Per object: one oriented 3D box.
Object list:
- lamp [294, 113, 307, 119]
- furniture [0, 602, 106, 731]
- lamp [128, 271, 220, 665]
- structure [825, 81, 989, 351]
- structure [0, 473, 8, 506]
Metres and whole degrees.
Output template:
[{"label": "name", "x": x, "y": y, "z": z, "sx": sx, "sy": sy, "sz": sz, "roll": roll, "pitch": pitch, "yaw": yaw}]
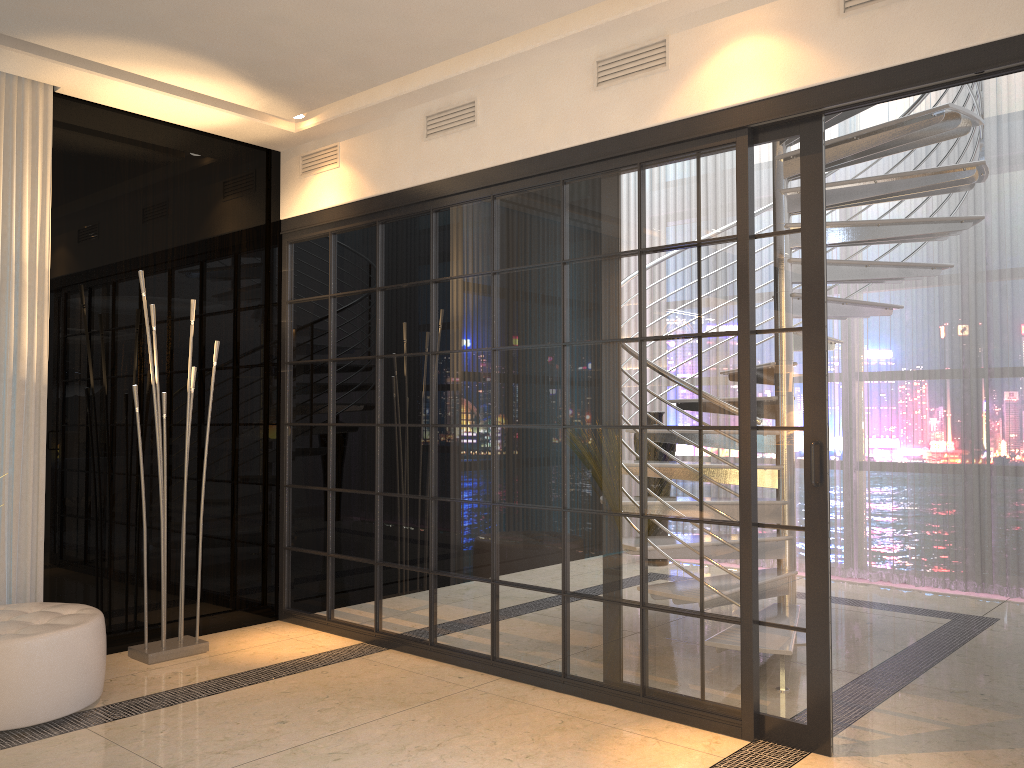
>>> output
[{"label": "lamp", "x": -1.102, "y": -1.428, "z": 4.545, "sx": 0.107, "sy": 0.127, "sz": 0.107, "roll": -1, "pitch": -2, "yaw": 22}, {"label": "furniture", "x": -1.974, "y": 1.076, "z": 3.433, "sx": 0.735, "sy": 0.357, "sz": 0.735, "roll": -1, "pitch": -2, "yaw": 13}, {"label": "lamp", "x": -1.623, "y": 0.385, "z": 4.233, "sx": 0.200, "sy": 1.801, "sz": 0.418, "roll": -2, "pitch": -3, "yaw": 41}, {"label": "structure", "x": 0.810, "y": -0.750, "z": 5.087, "sx": 3.425, "sy": 4.134, "sz": 1.964, "roll": -2, "pitch": -3, "yaw": 41}, {"label": "structure", "x": -2.355, "y": 0.650, "z": 2.526, "sx": 1.282, "sy": 1.142, "sz": 1.275, "roll": 0, "pitch": -2, "yaw": -3}]
